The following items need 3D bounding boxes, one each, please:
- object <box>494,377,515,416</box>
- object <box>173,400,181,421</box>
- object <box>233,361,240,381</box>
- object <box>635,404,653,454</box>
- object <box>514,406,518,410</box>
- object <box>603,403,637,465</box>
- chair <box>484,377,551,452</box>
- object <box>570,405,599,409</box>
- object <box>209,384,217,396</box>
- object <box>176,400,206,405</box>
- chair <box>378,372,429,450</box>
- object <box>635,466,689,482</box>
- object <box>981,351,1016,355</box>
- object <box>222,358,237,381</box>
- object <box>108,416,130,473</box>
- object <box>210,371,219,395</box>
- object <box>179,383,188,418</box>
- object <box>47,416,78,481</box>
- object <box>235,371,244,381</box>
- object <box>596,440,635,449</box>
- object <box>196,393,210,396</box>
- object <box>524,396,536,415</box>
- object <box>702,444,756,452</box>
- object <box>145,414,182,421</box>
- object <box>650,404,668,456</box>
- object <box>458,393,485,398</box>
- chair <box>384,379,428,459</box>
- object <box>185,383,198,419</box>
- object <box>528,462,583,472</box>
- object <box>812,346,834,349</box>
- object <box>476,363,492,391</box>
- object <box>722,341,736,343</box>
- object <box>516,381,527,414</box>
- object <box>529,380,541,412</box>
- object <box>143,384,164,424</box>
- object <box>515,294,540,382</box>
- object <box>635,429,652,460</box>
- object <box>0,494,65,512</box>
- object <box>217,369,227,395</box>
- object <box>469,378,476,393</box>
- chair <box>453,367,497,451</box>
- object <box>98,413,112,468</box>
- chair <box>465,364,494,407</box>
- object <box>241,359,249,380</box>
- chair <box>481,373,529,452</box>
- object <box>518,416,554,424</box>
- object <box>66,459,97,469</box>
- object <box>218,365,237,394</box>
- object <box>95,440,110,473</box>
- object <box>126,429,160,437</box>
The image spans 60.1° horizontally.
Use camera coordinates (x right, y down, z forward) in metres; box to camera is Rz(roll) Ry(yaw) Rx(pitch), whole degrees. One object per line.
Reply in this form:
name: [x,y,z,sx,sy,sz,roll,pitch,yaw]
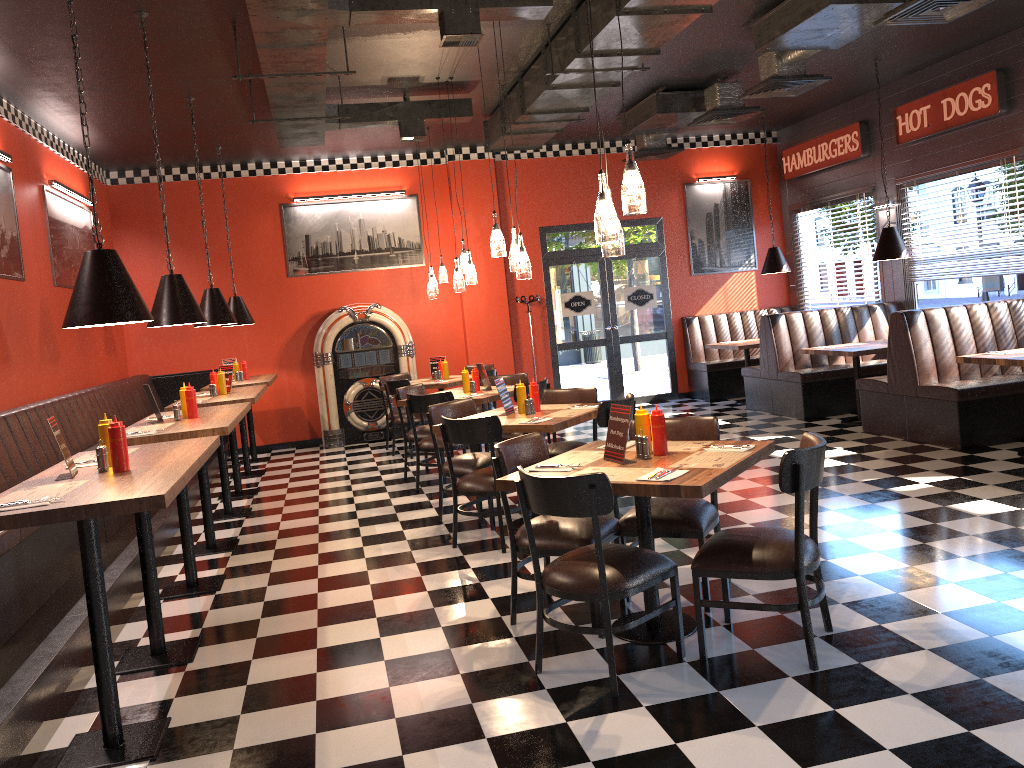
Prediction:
object: [-0.053,0.086,6.276,0.072,0.256,0.189,-5,3,18]
object: [-2.214,0.173,5.846,0.047,0.136,0.094,-7,3,-22]
object: [-3.138,-0.156,10.086,0.068,0.237,0.068,-7,3,-18]
object: [0.619,0.211,4.181,0.068,0.237,0.068,-6,3,3]
object: [0.070,0.172,6.535,0.157,0.019,0.256,-3,5,26]
object: [0.483,0.226,4.059,0.072,0.256,0.188,-7,3,-22]
chair: [0.087,0.402,7.907,0.544,0.866,0.488,-3,4,37]
object: [0.504,0.158,6.204,0.255,0.019,0.158,-3,6,32]
object: [-2.652,0.042,7.860,0.093,0.136,0.047,-3,4,43]
object: [-2.630,0.150,7.259,0.255,0.019,0.157,-7,5,-15]
chair: [-1.237,0.314,10.430,0.544,0.866,0.488,-3,4,42]
object: [0.631,0.367,3.659,0.157,0.019,0.256,-2,6,36]
object: [3.880,-0.250,7.035,0.157,0.019,0.255,-7,5,-11]
object: [-3.211,-0.164,10.156,0.072,0.256,0.189,-4,4,38]
object: [-1.656,0.250,3.725,0.068,0.237,0.068,-8,3,-37]
object: [-2.680,-0.018,7.975,0.068,0.237,0.068,-6,3,-17]
object: [-2.193,0.109,5.958,0.068,0.237,0.068,-6,3,-3]
object: [-1.891,0.263,3.730,0.072,0.256,0.188,-7,3,-20]
object: [-3.071,-0.101,9.983,0.094,0.136,0.046,-8,3,-32]
object: [0.530,0.306,4.476,0.157,0.019,0.256,-2,6,34]
object: [-2.826,0.091,8.158,0.255,0.019,0.157,-7,5,-15]
object: [0.121,0.143,6.144,0.046,0.136,0.094,-4,4,38]
object: [0.987,0.293,4.105,0.255,0.019,0.158,-2,6,37]
object: [-2.392,0.227,6.108,0.255,0.019,0.157,-7,5,-15]
object: [0.680,0.211,4.111,0.068,0.237,0.068,-4,3,31]
object: [-0.349,0.098,7.864,0.157,0.019,0.256,-2,6,35]
chair: [-1.096,0.352,9.841,0.546,0.866,0.486,-8,4,-37]
object: [-2.132,0.109,5.887,0.068,0.237,0.068,-5,3,8]
object: [0.215,0.375,4.032,0.254,0.019,0.158,-3,6,27]
object: [3.287,-0.390,9.326,0.157,0.019,0.255,-6,5,-6]
object: [-0.262,-0.069,8.304,0.072,0.256,0.188,-7,3,-22]
object: [2.856,-0.552,11.686,0.157,0.019,0.255,-7,5,-11]
object: [0.068,0.088,6.233,0.068,0.237,0.068,-6,3,-7]
object: [0.159,0.077,6.250,0.068,0.237,0.068,-6,3,-7]
object: [-2.363,0.127,5.837,0.072,0.256,0.188,-7,4,-32]
object: [0.286,-0.355,11.822,0.374,1.655,0.375,-5,3,11]
object: [0.598,0.275,4.070,0.047,0.136,0.094,-7,3,-22]
object: [-1.708,0.418,3.127,0.255,0.019,0.157,-7,5,-15]
object: [-2.598,-0.022,7.930,0.068,0.237,0.068,-7,3,-23]
object: [-0.367,0.011,8.218,0.047,0.136,0.094,-7,3,-22]
chair: [-0.405,0.273,9.957,0.544,0.866,0.488,-5,3,20]
object: [-1.783,0.247,3.909,0.068,0.237,0.068,-8,3,-37]
chair: [-0.457,0.215,10.683,0.486,0.866,0.546,-3,4,43]
object: [-3.046,-0.166,10.095,0.068,0.237,0.068,-7,3,-18]
chair: [-0.066,0.354,8.640,0.486,0.866,0.546,-5,3,11]
object: [0.167,0.230,5.762,0.157,0.019,0.256,-2,6,35]
object: [-1.902,0.355,4.067,0.255,0.019,0.157,-7,5,-15]
object: [-2.606,-0.041,8.043,0.188,0.256,0.072,-4,3,29]
object: [-1.757,0.306,3.796,0.047,0.136,0.094,-7,3,-21]
object: [-2.166,0.286,5.168,0.255,0.019,0.157,-7,5,-15]
